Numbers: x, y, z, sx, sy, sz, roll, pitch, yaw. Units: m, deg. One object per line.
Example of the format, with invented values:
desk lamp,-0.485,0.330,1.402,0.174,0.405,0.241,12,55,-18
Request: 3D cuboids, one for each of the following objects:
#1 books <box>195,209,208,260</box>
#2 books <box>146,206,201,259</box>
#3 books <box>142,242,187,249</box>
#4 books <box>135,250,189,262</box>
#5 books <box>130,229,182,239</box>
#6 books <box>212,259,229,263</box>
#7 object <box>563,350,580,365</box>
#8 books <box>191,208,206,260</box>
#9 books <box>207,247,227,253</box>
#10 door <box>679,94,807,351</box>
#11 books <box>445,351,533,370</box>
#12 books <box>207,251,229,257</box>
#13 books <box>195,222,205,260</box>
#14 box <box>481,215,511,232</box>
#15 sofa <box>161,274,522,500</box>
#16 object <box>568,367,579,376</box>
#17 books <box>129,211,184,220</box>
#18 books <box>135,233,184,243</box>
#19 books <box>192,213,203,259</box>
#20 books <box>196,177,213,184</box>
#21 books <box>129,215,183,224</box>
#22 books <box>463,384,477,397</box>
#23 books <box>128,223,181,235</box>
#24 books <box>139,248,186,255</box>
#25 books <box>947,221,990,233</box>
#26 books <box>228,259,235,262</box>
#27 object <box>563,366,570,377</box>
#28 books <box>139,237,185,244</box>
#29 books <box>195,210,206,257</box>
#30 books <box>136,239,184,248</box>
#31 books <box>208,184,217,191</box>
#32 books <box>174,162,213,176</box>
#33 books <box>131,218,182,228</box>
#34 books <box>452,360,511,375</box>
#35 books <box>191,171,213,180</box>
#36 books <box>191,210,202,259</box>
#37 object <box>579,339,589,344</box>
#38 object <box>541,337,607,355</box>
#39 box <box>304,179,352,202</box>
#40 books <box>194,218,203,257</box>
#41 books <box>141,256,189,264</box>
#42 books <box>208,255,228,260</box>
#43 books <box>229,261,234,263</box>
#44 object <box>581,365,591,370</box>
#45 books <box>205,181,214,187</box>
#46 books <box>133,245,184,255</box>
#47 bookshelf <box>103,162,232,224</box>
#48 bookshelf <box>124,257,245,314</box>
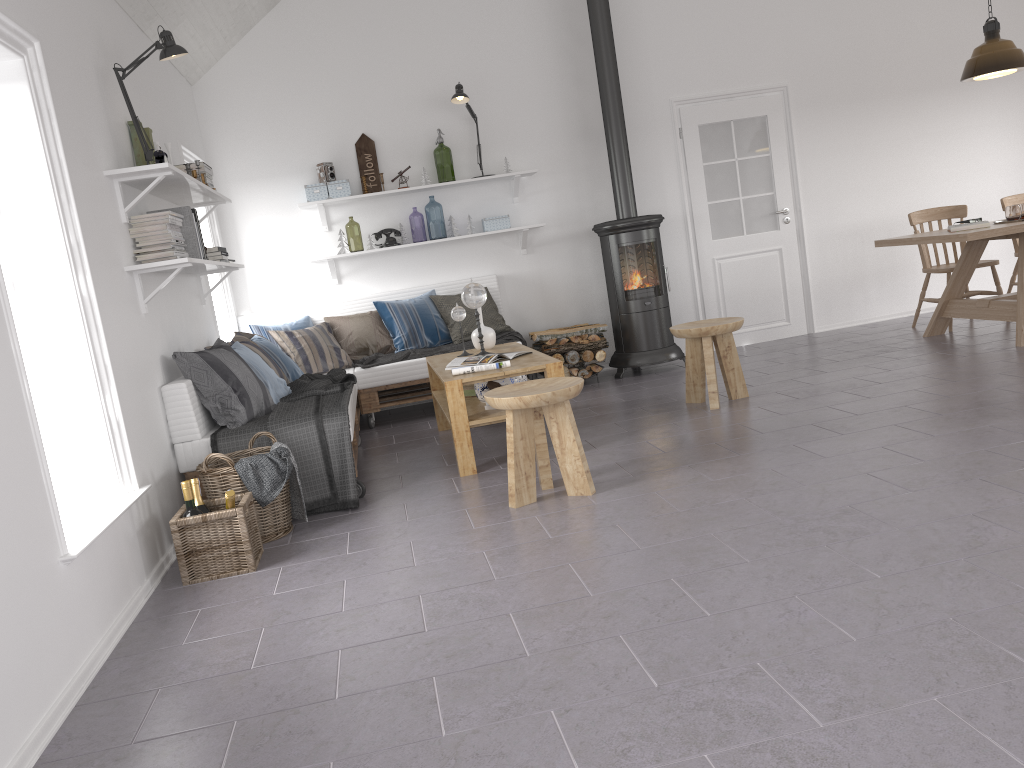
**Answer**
books,-1.699,-0.746,4.555,0.210,0.274,0.048,-10,8,-8
books,-1.662,-0.724,4.363,0.200,0.271,0.050,-10,8,-8
books,-1.652,-0.652,4.213,0.161,0.013,0.256,-10,8,-8
books,-1.649,-0.601,4.186,0.176,0.025,0.331,-10,8,-8
books,-1.683,-0.701,4.189,0.182,0.016,0.288,-10,8,-8
books,-1.781,-0.699,5.206,0.191,0.032,0.258,-10,8,-6
object,0.412,-0.224,6.878,0.110,0.109,0.463,-10,8,-10
books,-1.687,-0.742,4.515,0.200,0.274,0.038,-10,8,-8
books,-1.790,-0.772,5.187,0.190,0.028,0.239,-10,8,-6
door,1.929,-1.323,7.370,0.902,2.013,0.101,-10,8,-8
books,-0.129,-0.149,4.927,0.300,0.049,0.422,-3,10,36
books,-1.790,-0.748,5.199,0.212,0.023,0.258,-10,8,-8
books,-1.647,-0.708,4.490,0.141,0.203,0.044,-10,8,-8
box,-0.123,-1.247,6.914,0.202,0.110,0.137,-10,8,-8
sofa,-0.817,-0.084,5.614,2.017,0.932,2.855,-10,8,-8
object,0.429,-0.113,6.882,0.057,0.050,0.561,-10,8,-8
books,-1.666,-0.783,4.171,0.182,0.016,0.288,-10,8,-8
books,-1.668,-0.689,4.202,0.167,0.017,0.263,-10,8,-8
books,-1.674,-0.717,4.436,0.205,0.243,0.019,-10,8,-8
books,-1.892,-1.207,5.318,0.161,0.026,0.223,-10,8,-8
books,-1.675,-0.767,4.178,0.182,0.016,0.288,-10,8,-8
books,-0.157,-0.005,5.388,0.301,0.079,0.445,-4,9,32
books,-1.685,-0.722,4.182,0.180,0.028,0.296,-10,8,-8
books,-1.656,-0.622,4.209,0.161,0.013,0.254,-10,8,-8
books,3.016,-1.044,5.867,0.231,0.040,0.342,-5,9,23
books,-1.830,-0.746,5.469,0.202,0.012,0.251,-10,8,-7
object,0.355,-0.098,6.908,0.118,0.142,0.520,-10,8,-5
books,-1.657,-0.674,4.199,0.161,0.012,0.254,-10,8,-8
books,-1.693,-0.743,4.533,0.200,0.272,0.054,-10,8,-8
books,-1.659,-0.660,4.189,0.159,0.012,0.285,-10,8,-8
books,-1.874,-1.153,5.304,0.172,0.032,0.239,-10,8,-8
books,-1.899,-1.271,5.294,0.176,0.053,0.290,-10,8,-8
books,-1.673,-0.748,4.182,0.174,0.021,0.273,-10,8,-8
books,-0.166,-0.093,4.624,0.300,0.043,0.229,-10,8,-4
books,-1.887,-1.231,5.289,0.161,0.027,0.223,-10,8,-8
books,-1.666,-0.723,4.412,0.193,0.257,0.046,-10,8,-8
object,0.504,-0.349,6.833,0.059,0.048,0.529,-10,8,-8
object,0.468,-0.281,6.687,0.480,0.104,0.126,-10,8,-6
box,-1.388,-1.449,6.716,0.332,0.131,0.242,-10,8,-8
books,-1.677,-0.715,4.453,0.200,0.236,0.031,-10,8,-8
books,-1.638,-0.585,4.201,0.159,0.012,0.285,-10,8,-8
books,-1.777,-0.726,5.195,0.191,0.023,0.242,-10,8,-10
books,-1.821,-0.735,5.470,0.187,0.014,0.248,-10,8,-10
object,0.541,-0.145,6.895,0.046,0.033,0.425,-10,8,-8
books,-1.882,-1.181,5.305,0.152,0.024,0.238,-10,8,-8
books,-1.670,-0.631,4.189,0.182,0.016,0.288,-10,8,-8
bookshelf,-1.743,-0.932,4.708,0.269,0.212,1.820,-10,8,-8
bookshelf,-1.680,-0.531,4.765,0.269,0.212,1.820,-10,8,-8
